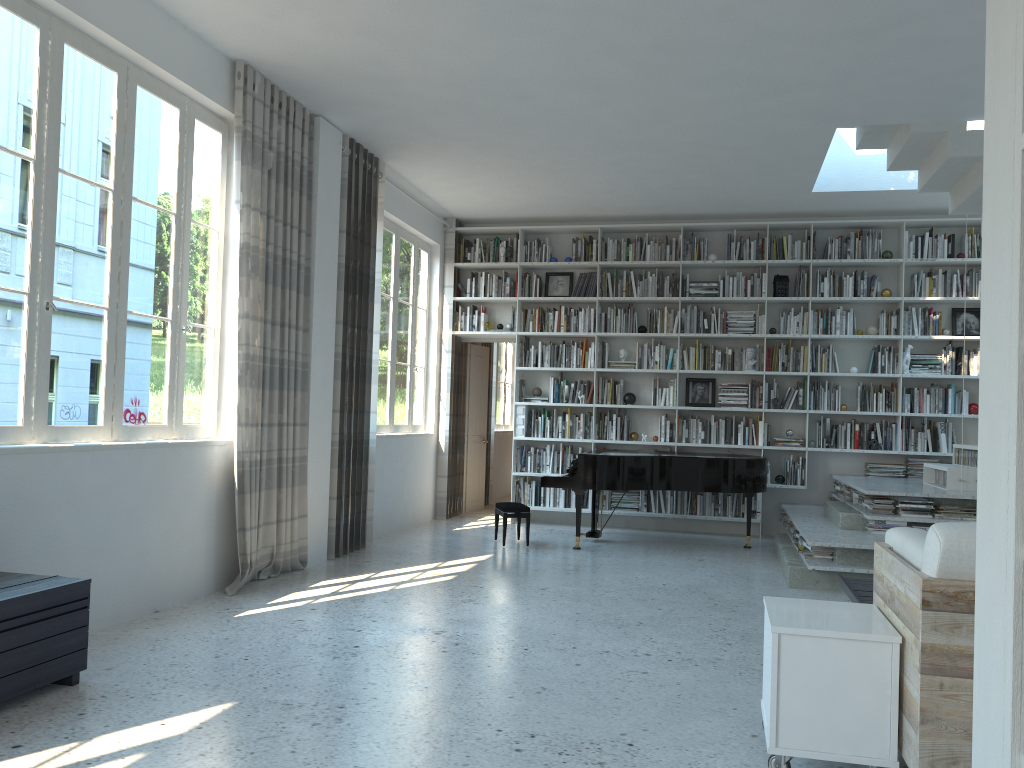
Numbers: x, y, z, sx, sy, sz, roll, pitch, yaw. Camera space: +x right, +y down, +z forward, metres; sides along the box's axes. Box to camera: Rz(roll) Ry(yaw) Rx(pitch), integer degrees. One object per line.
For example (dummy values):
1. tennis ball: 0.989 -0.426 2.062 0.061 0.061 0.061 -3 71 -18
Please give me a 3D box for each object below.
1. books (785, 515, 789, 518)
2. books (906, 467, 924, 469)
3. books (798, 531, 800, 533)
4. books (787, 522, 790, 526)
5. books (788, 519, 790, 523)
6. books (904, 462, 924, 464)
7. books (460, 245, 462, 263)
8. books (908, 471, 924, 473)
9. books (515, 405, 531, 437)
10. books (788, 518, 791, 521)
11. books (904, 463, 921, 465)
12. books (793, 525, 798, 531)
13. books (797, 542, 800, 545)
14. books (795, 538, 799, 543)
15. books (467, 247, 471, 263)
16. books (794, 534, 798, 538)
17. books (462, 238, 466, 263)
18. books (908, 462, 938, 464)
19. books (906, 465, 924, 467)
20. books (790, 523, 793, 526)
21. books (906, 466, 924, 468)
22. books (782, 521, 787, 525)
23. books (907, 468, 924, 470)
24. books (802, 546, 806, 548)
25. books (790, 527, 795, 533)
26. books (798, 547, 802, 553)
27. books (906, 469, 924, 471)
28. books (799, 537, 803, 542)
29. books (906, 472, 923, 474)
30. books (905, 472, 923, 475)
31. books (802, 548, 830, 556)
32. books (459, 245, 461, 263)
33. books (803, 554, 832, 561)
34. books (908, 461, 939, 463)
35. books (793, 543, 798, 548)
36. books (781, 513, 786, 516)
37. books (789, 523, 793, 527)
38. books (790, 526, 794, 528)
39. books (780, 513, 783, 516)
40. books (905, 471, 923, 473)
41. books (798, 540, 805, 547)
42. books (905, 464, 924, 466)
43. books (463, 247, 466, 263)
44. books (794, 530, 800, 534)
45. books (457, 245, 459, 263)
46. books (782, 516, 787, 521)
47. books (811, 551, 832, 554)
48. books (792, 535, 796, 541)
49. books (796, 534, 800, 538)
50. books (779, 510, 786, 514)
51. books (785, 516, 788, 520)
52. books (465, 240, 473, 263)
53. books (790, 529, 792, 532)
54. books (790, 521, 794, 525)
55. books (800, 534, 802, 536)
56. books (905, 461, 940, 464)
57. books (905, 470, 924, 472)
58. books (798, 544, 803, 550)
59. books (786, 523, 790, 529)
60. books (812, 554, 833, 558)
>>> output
1. books: 2.527 1.176 7.827 0.193 0.005 0.225 1 -2 9
2. books: 3.959 0.813 8.569 0.285 0.007 0.159 1 -2 14
3. books: 2.407 1.201 7.218 0.142 0.017 0.239 1 -2 9
4. books: 2.611 1.288 8.124 0.172 0.014 0.221 1 -2 14
5. books: 2.530 1.213 7.825 0.182 0.016 0.199 1 -2 18
6. books: 3.956 0.767 8.563 0.285 0.005 0.159 1 -2 9
7. books: -0.529 -1.398 9.689 0.023 0.223 0.151 2 -2 13
8. books: 3.957 0.847 8.561 0.254 0.007 0.161 1 -2 9
9. books: 0.115 0.393 9.442 0.106 0.340 0.307 1 -2 13
10. books: 2.538 1.198 7.824 0.171 0.015 0.253 1 -2 10
11. books: 3.958 0.778 8.570 0.285 0.005 0.159 1 -2 12
12. books: 2.395 1.176 7.221 0.170 0.014 0.281 1 -2 10
13. books: 2.326 1.252 6.921 0.171 0.005 0.297 1 -2 12
14. books: 2.317 1.226 6.924 0.189 0.013 0.215 1 -2 11
15. books: -0.445 -1.378 9.658 0.028 0.186 0.182 2 -2 13
16. books: 2.393 1.239 7.220 0.177 0.011 0.220 1 -2 15
17. books: -0.512 -1.429 9.676 0.014 0.286 0.175 2 -2 13
18. books: 3.960 0.762 8.563 0.254 0.006 0.161 1 -2 17
19. books: 3.957 0.794 8.567 0.285 0.005 0.159 1 -2 11
20. books: 2.466 1.200 7.522 0.165 0.014 0.236 2 -2 8
21. books: 3.960 0.806 8.571 0.285 0.007 0.159 1 -2 13
22. books: 2.676 1.321 8.425 0.189 0.030 0.237 1 -2 13
23. books: 3.959 0.820 8.568 0.254 0.007 0.161 1 -2 14
24. books: 2.260 1.221 6.628 0.170 0.006 0.268 1 -2 13
25. books: 2.464 1.244 7.521 0.182 0.013 0.287 1 -2 14
26. books: 2.241 1.246 6.631 0.191 0.016 0.209 1 -2 18
27. books: 3.959 0.834 8.568 0.254 0.007 0.161 1 -2 14
28. books: 2.252 1.173 6.631 0.168 0.013 0.281 2 -2 8
29. books: 3.957 0.861 8.561 0.254 0.007 0.161 1 -2 9
30. books: 3.956 0.868 8.558 0.285 0.007 0.159 1 -2 18
31. books: 2.174 1.201 6.336 0.187 0.017 0.205 1 -2 18
32. books: -0.549 -1.400 9.704 0.024 0.228 0.130 2 -2 13
33. books: 2.179 1.233 6.333 0.184 0.017 0.230 1 -2 15
34. books: 3.959 0.751 8.561 0.254 0.006 0.161 2 -2 8
35. books: 2.310 1.265 6.924 0.193 0.005 0.225 1 -2 9
36. books: 2.744 1.282 8.712 0.188 0.009 0.211 1 -2 12
37. books: 2.541 1.248 7.822 0.159 0.011 0.246 1 -2 9
38. books: 2.545 1.268 7.820 0.165 0.012 0.205 1 -2 13
39. books: 2.741 1.293 8.712 0.177 0.012 0.278 1 -2 9
40. books: 3.958 0.854 8.565 0.285 0.007 0.159 1 -2 15
41. books: 2.249 1.197 6.631 0.191 0.015 0.246 1 -2 14
42. books: 3.957 0.783 8.570 0.285 0.005 0.159 1 -2 14
43. books: -0.494 -1.383 9.674 0.024 0.195 0.167 2 -2 13
44. books: 2.396 1.221 7.220 0.160 0.025 0.244 2 -2 8
45. books: -0.573 -1.397 9.687 0.014 0.219 0.188 2 -2 13
46. books: 2.670 1.280 8.428 0.191 0.028 0.213 1 -2 17
47. books: 2.206 1.184 6.329 0.137 0.019 0.224 1 -2 14
48. books: 2.383 1.258 7.221 0.189 0.009 0.291 1 -2 16
49. books: 2.322 1.195 6.924 0.180 0.017 0.183 1 -2 10
50. books: 2.737 1.258 8.714 0.191 0.013 0.243 1 -2 9
51. books: 2.606 1.234 8.127 0.180 0.015 0.294 1 -2 11
52. books: -0.470 -1.420 9.664 0.025 0.269 0.177 2 -2 13
53. books: 2.544 1.301 7.820 0.157 0.014 0.180 1 -2 10
54. books: 2.463 1.187 7.523 0.179 0.012 0.249 1 -2 10
55. books: 2.251 1.125 6.633 0.182 0.016 0.257 1 -2 16
56. books: 3.960 0.756 8.565 0.285 0.005 0.159 1 -2 10
57. books: 3.957 0.840 8.561 0.285 0.007 0.159 1 -2 9
58. books: 2.246 1.227 6.631 0.191 0.006 0.275 1 -2 15
59. books: 2.604 1.308 8.125 0.177 0.026 0.230 1 -2 16
60. books: 2.209 1.218 6.327 0.132 0.014 0.205 1 -2 13
